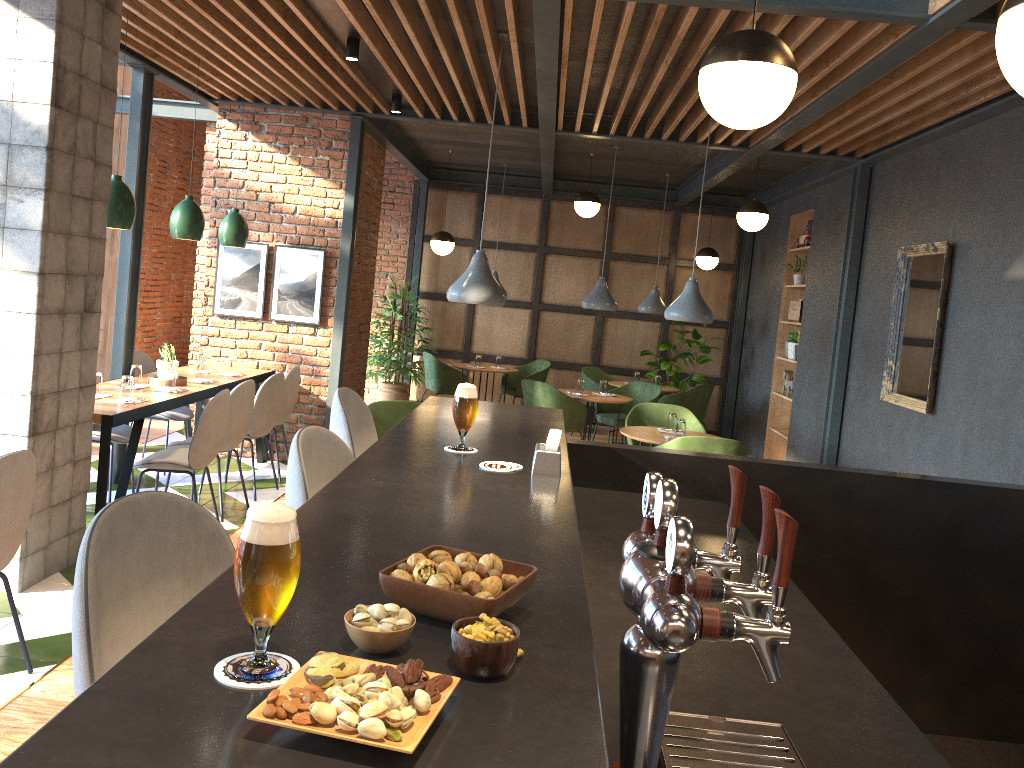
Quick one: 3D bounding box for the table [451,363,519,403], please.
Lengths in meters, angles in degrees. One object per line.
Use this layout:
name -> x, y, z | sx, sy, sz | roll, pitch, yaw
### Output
table -> -0.355, 0.140, 10.583 | 0.810, 0.685, 0.807 | 10, 6, 41

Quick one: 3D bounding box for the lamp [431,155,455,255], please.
lamp -> -0.603, -3.314, 9.771 | 0.268, 3.784, 0.269 | 2, 5, -45

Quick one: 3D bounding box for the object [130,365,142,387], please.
object -> -2.416, -0.052, 5.692 | 0.080, 0.138, 0.080 | 7, 4, 25

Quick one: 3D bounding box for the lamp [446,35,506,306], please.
lamp -> 0.004, -2.697, 5.088 | 0.354, 4.478, 0.352 | 8, 4, 37

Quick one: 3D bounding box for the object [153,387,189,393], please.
object -> -2.197, 0.034, 5.710 | 0.157, 0.019, 0.243 | 6, 6, 2

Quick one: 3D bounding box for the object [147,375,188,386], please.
object -> -2.335, -0.024, 6.006 | 0.251, 0.046, 0.254 | 3, 6, -24

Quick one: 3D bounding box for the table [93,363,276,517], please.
table -> -2.393, 0.374, 6.050 | 0.658, 0.763, 2.782 | 6, 6, 2

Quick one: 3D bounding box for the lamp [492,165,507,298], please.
lamp -> -0.017, -3.250, 10.373 | 0.354, 4.478, 0.352 | 8, 4, 37

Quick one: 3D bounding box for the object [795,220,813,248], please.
object -> 3.056, -1.523, 9.038 | 0.204, 0.284, 0.518 | 6, 5, 2

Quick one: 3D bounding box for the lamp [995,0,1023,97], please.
lamp -> 1.112, -2.327, 1.348 | 0.268, 3.784, 0.269 | 5, 3, -8

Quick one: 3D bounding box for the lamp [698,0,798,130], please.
lamp -> 0.828, -2.595, 2.378 | 0.268, 3.784, 0.269 | 6, 3, 4

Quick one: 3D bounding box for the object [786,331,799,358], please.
object -> 2.965, -0.415, 9.334 | 0.172, 0.294, 0.191 | 4, 4, -24

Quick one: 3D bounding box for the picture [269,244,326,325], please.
picture -> -1.780, -0.822, 7.348 | 0.430, 0.629, 0.015 | 6, 3, 2

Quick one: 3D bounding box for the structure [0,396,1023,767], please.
structure -> 0.981, 0.914, 0.974 | 2.917, 1.392, 4.937 | 6, 6, 2

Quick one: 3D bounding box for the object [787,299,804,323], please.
object -> 3.000, -0.748, 9.128 | 0.199, 0.240, 0.341 | 5, 5, -3

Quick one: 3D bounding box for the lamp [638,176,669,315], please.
lamp -> 1.819, -3.027, 9.951 | 0.354, 4.478, 0.352 | 8, 4, 37

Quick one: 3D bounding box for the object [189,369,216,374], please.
object -> -2.393, -0.107, 6.877 | 0.157, 0.019, 0.243 | 6, 6, 0

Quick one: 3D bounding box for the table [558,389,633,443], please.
table -> 0.740, 0.446, 8.661 | 0.810, 0.685, 0.807 | 10, 7, 43

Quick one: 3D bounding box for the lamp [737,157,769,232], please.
lamp -> 2.248, -3.196, 7.550 | 0.268, 3.784, 0.269 | 4, 4, -26

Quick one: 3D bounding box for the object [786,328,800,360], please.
object -> 2.921, -0.414, 9.120 | 0.213, 0.328, 0.233 | 6, 4, 7

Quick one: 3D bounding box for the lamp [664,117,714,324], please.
lamp -> 1.487, -2.675, 6.263 | 0.354, 4.478, 0.352 | 8, 4, 37

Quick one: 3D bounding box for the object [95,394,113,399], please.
object -> -2.457, 0.063, 5.190 | 0.157, 0.019, 0.243 | 6, 6, 2

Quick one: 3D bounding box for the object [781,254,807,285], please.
object -> 2.990, -1.181, 9.136 | 0.174, 0.328, 0.539 | 4, 5, -19

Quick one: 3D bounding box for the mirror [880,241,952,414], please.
mirror -> 2.695, -0.386, 5.912 | 0.061, 1.083, 0.771 | 6, 4, 2

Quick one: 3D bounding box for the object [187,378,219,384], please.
object -> -2.191, -0.025, 6.277 | 0.157, 0.019, 0.243 | 6, 6, 2

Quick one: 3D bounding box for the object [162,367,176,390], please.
object -> -2.213, -0.036, 5.728 | 0.080, 0.138, 0.080 | 3, 5, -35

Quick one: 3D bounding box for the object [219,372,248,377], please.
object -> -2.148, -0.077, 6.825 | 0.157, 0.019, 0.243 | 6, 6, 2

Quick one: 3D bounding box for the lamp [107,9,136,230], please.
lamp -> -2.155, -1.881, 4.948 | 0.224, 2.016, 0.224 | 6, 3, 5

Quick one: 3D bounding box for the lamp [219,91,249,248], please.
lamp -> -2.078, -2.071, 6.847 | 0.224, 2.016, 0.224 | 6, 3, 5

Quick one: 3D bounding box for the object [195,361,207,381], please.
object -> -2.206, -0.095, 6.296 | 0.080, 0.138, 0.080 | 4, 4, -25

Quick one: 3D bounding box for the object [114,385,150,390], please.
object -> -2.445, 0.009, 5.718 | 0.157, 0.019, 0.243 | 6, 6, 2

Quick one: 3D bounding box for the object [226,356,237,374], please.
object -> -2.164, -0.147, 6.843 | 0.080, 0.138, 0.080 | 4, 4, -25

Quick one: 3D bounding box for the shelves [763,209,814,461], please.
shelves -> 2.969, -0.393, 9.103 | 0.284, 2.699, 0.838 | 6, 3, 2

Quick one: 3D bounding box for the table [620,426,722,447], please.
table -> 1.153, 0.718, 6.442 | 0.806, 0.685, 0.811 | 2, 6, -39

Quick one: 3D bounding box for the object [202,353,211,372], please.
object -> -2.364, -0.168, 6.852 | 0.080, 0.138, 0.080 | 7, 4, 23

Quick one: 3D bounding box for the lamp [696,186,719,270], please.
lamp -> 2.481, -3.228, 10.378 | 0.268, 3.784, 0.269 | 2, 5, -45

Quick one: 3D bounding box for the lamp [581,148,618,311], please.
lamp -> 1.060, -2.946, 8.465 | 0.354, 4.478, 0.352 | 8, 4, 37

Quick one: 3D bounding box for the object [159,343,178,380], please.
object -> -2.291, -0.132, 5.935 | 0.115, 0.281, 0.128 | 5, 4, -2

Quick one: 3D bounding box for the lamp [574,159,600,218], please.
lamp -> 0.946, -3.595, 9.030 | 0.268, 3.784, 0.269 | 4, 3, -19

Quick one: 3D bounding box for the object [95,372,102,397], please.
object -> -2.428, 0.002, 5.165 | 0.080, 0.138, 0.080 | 3, 5, -35

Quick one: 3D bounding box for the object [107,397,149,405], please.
object -> -2.222, 0.092, 5.125 | 0.157, 0.019, 0.243 | 6, 6, 2

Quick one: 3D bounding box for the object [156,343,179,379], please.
object -> -2.350, -0.147, 6.046 | 0.145, 0.276, 0.146 | 4, 4, -17

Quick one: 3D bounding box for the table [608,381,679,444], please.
table -> 1.468, 0.363, 10.141 | 0.807, 0.685, 0.810 | 6, 5, 2

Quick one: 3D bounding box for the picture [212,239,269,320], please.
picture -> -2.258, -0.870, 7.364 | 0.430, 0.629, 0.015 | 6, 3, 2

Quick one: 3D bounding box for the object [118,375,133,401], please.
object -> -2.238, 0.022, 5.144 | 0.080, 0.138, 0.080 | 7, 4, 25

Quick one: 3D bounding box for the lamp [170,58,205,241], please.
lamp -> -2.114, -1.982, 5.958 | 0.224, 2.016, 0.224 | 6, 3, 5
